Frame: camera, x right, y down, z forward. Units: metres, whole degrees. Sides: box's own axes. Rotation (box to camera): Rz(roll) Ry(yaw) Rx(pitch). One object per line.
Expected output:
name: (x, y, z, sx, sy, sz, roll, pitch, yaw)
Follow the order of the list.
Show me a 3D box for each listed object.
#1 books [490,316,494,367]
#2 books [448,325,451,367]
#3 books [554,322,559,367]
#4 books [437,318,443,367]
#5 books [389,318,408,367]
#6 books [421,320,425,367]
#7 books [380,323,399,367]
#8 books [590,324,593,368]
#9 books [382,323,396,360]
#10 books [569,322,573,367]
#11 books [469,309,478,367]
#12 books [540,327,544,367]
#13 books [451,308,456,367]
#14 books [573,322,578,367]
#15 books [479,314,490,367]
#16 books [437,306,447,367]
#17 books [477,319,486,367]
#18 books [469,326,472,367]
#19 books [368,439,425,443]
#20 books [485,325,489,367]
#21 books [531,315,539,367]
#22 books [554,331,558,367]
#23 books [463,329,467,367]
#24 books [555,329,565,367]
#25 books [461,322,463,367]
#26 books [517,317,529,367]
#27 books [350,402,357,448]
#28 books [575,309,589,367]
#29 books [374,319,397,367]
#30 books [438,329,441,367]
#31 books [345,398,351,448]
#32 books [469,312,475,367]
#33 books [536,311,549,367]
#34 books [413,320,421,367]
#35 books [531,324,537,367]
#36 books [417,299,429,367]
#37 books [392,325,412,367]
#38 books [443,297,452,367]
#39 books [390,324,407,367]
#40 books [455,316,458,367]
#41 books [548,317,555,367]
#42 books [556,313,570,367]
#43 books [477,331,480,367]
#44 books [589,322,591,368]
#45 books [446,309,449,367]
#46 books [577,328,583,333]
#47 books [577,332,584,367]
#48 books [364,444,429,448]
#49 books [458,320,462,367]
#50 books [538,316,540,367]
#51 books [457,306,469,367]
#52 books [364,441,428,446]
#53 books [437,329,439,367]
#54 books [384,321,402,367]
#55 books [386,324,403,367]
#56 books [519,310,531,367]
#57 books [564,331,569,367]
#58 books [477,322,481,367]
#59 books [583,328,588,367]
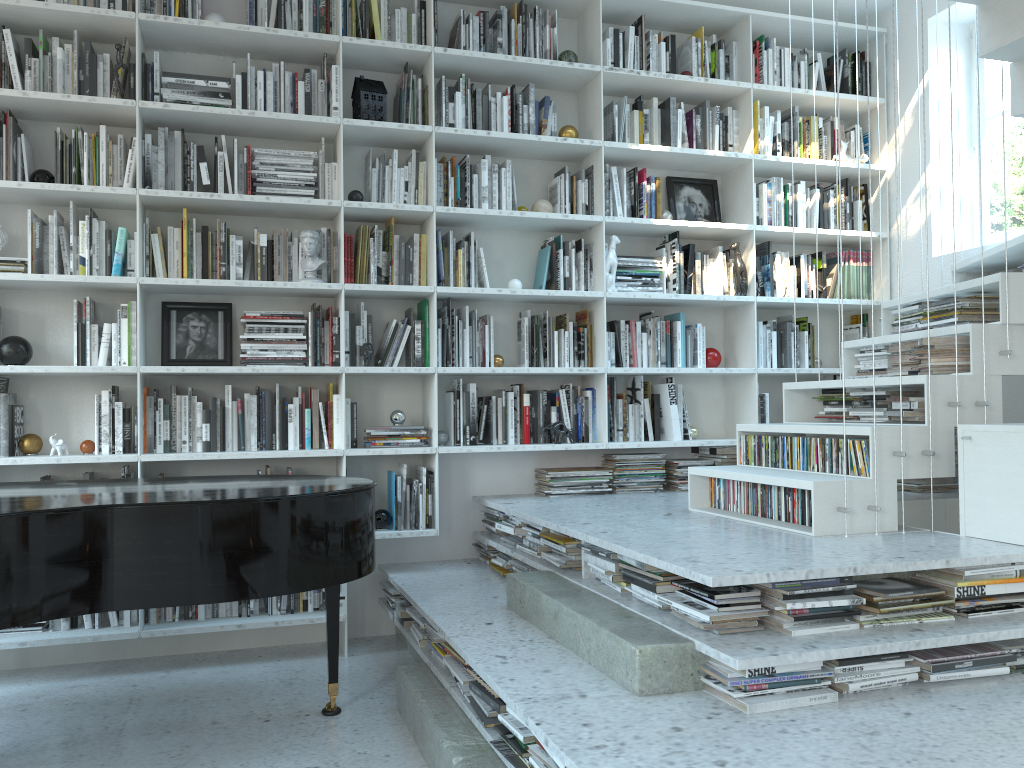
books: (-0.121, -0.197, 4.333, 0.013, 0.251, 0.172, 0, -1, -18)
books: (-0.319, -0.173, 4.272, 0.013, 0.204, 0.154, 0, -1, -18)
books: (0.197, -0.195, 4.445, 0.030, 0.244, 0.135, 0, -1, -18)
books: (-0.356, -0.190, 4.269, 0.011, 0.239, 0.136, 0, -1, -18)
books: (-0.553, -0.188, 4.195, 0.094, 0.238, 0.149, 0, -1, -18)
books: (-0.442, -0.184, 4.224, 0.021, 0.226, 0.148, 0, -1, -18)
books: (-0.589, -0.173, 4.169, 0.089, 0.210, 0.176, 0, -1, -18)
books: (0.380, -0.185, 4.501, 0.009, 0.223, 0.146, 0, -1, -18)
books: (-0.601, -0.178, 4.180, 0.088, 0.220, 0.138, 0, -1, -18)
books: (0.264, -0.188, 4.444, 0.018, 0.229, 0.182, 0, -1, -18)
books: (-0.193, -0.213, 4.318, 0.006, 0.285, 0.159, 0, -1, -18)
books: (0.124, -0.176, 4.432, 0.031, 0.208, 0.122, 0, -1, -18)
books: (-0.293, -0.213, 4.265, 0.005, 0.283, 0.159, 0, -1, -18)
books: (0.294, -0.189, 4.467, 0.021, 0.231, 0.155, 0, -1, -18)
books: (-0.133, -0.202, 4.328, 0.014, 0.261, 0.142, 0, -1, -18)
books: (-0.338, -0.218, 4.261, 0.018, 0.295, 0.177, 0, -1, -18)
books: (-0.160, -0.190, 4.318, 0.015, 0.238, 0.176, 0, -1, -18)
books: (-0.222, -0.172, 4.303, 0.013, 0.203, 0.167, 0, -1, -18)
books: (-0.542, 0.264, 4.132, 0.254, 0.012, 0.161, 0, -2, -12)
books: (-0.145, -0.175, 4.319, 0.014, 0.207, 0.180, 0, -1, -18)
books: (0.099, -0.204, 4.405, 0.015, 0.262, 0.149, 0, -1, -18)
books: (0.189, -0.165, 4.410, 0.018, 0.182, 0.182, 0, -1, -18)
books: (-0.249, -0.164, 4.278, 0.013, 0.186, 0.184, 0, -1, -18)
books: (0.225, -0.171, 4.433, 0.015, 0.195, 0.175, 0, -1, -18)
books: (-0.263, -0.180, 4.279, 0.013, 0.218, 0.160, 0, -1, -18)
books: (0.053, -0.198, 4.391, 0.019, 0.251, 0.130, 0, -1, -18)
books: (-0.747, 0.192, 4.136, 0.030, 0.210, 0.136, 0, -1, -18)
books: (0.355, -0.221, 4.470, 0.007, 0.295, 0.162, 0, -1, -18)
books: (-0.604, -0.182, 4.159, 0.095, 0.228, 0.190, 0, -1, -18)
books: (-0.365, -0.165, 4.256, 0.015, 0.188, 0.168, 0, -1, -18)
books: (-0.773, 0.182, 4.125, 0.027, 0.229, 0.141, 0, -1, -18)
books: (-0.207, -0.205, 4.296, 0.012, 0.267, 0.183, 0, -1, -18)
books: (0.151, -0.215, 4.427, 0.007, 0.285, 0.159, 0, -1, -18)
books: (-0.462, -0.182, 4.205, 0.029, 0.223, 0.171, 0, -1, -18)
books: (0.089, -0.181, 4.386, 0.016, 0.215, 0.177, 0, -1, -18)
books: (-0.425, -0.233, 4.227, 0.014, 0.325, 0.183, 0, -1, -18)
books: (-0.536, -0.169, 4.199, 0.091, 0.205, 0.169, 0, -1, -18)
books: (-0.313, -0.241, 4.285, 0.007, 0.342, 0.149, 0, -1, -18)
books: (-0.552, -0.175, 4.205, 0.090, 0.215, 0.139, 0, -1, -18)
books: (-0.285, -0.195, 4.270, 0.013, 0.248, 0.165, 0, -1, -18)
books: (0.171, -0.199, 4.406, 0.018, 0.251, 0.184, 0, -1, -18)
books: (0.253, -0.210, 4.441, 0.006, 0.274, 0.173, 0, -1, -18)
books: (-0.183, -0.160, 4.318, 0.013, 0.179, 0.140, 0, -1, -18)
books: (0.370, -0.191, 4.507, 0.007, 0.235, 0.131, 0, -1, -18)
books: (-0.326, -0.212, 4.263, 0.006, 0.281, 0.155, 0, -1, -18)
books: (0.327, -0.176, 4.478, 0.016, 0.205, 0.141, 0, -1, -18)
books: (0.320, -0.164, 4.447, 0.016, 0.180, 0.189, 0, -1, -18)
books: (-0.541, 0.288, 4.129, 0.285, 0.012, 0.159, 0, -2, -15)
books: (-0.271, -0.185, 4.264, 0.011, 0.226, 0.188, 0, -1, -18)
books: (0.111, -0.202, 4.407, 0.008, 0.259, 0.158, 0, -1, -18)
books: (-0.237, -0.220, 4.282, 0.014, 0.297, 0.175, 0, -1, -18)
books: (-0.542, 0.276, 4.134, 0.285, 0.012, 0.159, 0, -2, -13)
books: (-0.375, -0.204, 4.243, 0.010, 0.266, 0.158, 0, -1, -18)
books: (-0.580, -0.180, 4.193, 0.095, 0.226, 0.144, 0, -1, -18)
books: (-0.568, -0.173, 4.192, 0.090, 0.212, 0.143, 0, -1, -18)
books: (0.065, -0.217, 4.408, 0.016, 0.289, 0.131, 0, -1, -18)
books: (0.242, -0.165, 4.433, 0.019, 0.183, 0.190, 0, -1, -18)
books: (-0.174, -0.182, 4.323, 0.008, 0.223, 0.134, 0, -1, -18)
books: (0.344, -0.175, 4.473, 0.013, 0.204, 0.158, 0, -1, -18)
